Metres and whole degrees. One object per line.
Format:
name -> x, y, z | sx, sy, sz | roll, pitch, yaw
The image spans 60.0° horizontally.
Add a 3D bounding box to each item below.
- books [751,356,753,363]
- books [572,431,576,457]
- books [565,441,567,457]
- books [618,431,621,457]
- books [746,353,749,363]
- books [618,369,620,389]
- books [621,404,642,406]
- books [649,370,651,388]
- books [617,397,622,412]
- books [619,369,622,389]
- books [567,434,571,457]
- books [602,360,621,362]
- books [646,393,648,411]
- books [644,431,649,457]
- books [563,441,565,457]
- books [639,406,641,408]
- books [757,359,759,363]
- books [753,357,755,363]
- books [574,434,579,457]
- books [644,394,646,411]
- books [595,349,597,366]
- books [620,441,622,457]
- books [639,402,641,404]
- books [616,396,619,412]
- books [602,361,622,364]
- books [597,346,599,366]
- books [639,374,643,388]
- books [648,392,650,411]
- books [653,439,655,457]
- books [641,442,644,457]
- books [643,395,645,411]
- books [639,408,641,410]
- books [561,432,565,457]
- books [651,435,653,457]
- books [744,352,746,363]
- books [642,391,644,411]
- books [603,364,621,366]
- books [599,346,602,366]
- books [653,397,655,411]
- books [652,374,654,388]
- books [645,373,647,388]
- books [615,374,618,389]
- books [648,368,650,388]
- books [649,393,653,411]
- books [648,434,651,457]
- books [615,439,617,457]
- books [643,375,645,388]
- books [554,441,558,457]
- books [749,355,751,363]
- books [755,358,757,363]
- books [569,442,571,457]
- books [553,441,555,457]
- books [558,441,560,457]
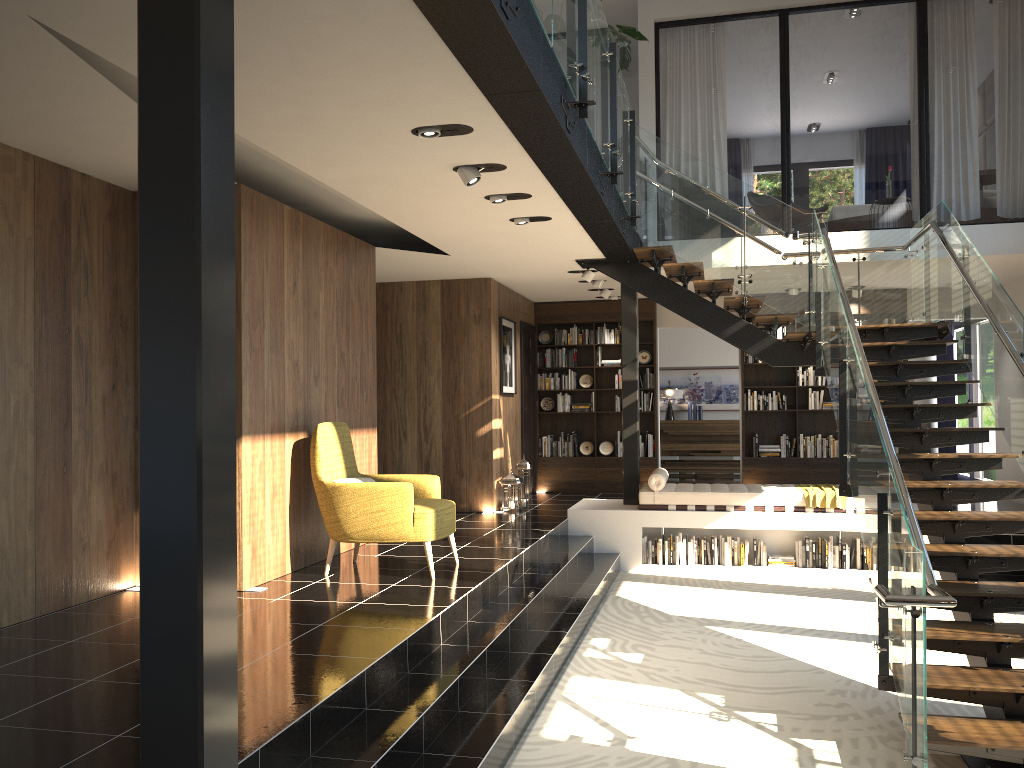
books -> 3.243, -0.378, 12.005 | 0.021, 0.207, 0.102 | -1, -1, 13
books -> 0.876, 0.847, 12.507 | 0.019, 0.356, 0.235 | -1, -1, 13
books -> 0.786, 0.917, 12.571 | 0.036, 0.222, 0.173 | -1, -1, 13
books -> 1.495, 0.835, 12.358 | 0.017, 0.359, 0.189 | -1, -1, 13
books -> 3.184, -0.362, 12.009 | 0.037, 0.177, 0.109 | -1, -1, 13
books -> 1.498, -0.072, 12.394 | 0.025, 0.280, 0.145 | -1, -1, 13
books -> 1.671, 0.295, 12.379 | 0.266, 0.019, 0.157 | -1, -2, 15
books -> 1.916, -0.062, 12.289 | 0.018, 0.246, 0.144 | -1, -1, 13
books -> 1.501, 0.282, 12.391 | 0.036, 0.206, 0.215 | -1, -1, 13
books -> 1.515, -0.068, 12.371 | 0.019, 0.272, 0.175 | -1, -1, 13
books -> 0.806, 0.866, 12.546 | 0.016, 0.322, 0.219 | -1, -1, 13
books -> 1.407, -0.321, 12.474 | 0.264, 0.021, 0.189 | -1, -2, 11
books -> 1.889, 0.252, 12.341 | 0.038, 0.257, 0.138 | -1, -1, 13
books -> 1.861, 0.832, 12.297 | 0.065, 0.354, 0.164 | -1, -1, 13
books -> 0.752, 0.917, 12.579 | 0.034, 0.223, 0.209 | -1, -1, 13
books -> 1.670, 0.319, 12.373 | 0.263, 0.030, 0.159 | -1, -2, 10
books -> 3.319, -0.373, 11.978 | 0.021, 0.196, 0.103 | -1, -1, 13
books -> 3.267, -0.402, 12.000 | 0.029, 0.254, 0.128 | -1, -1, 13
books -> 0.911, 0.867, 12.522 | 0.042, 0.315, 0.193 | -1, -1, 13
books -> 1.854, 0.256, 12.306 | 0.014, 0.246, 0.192 | -1, -1, 13
books -> 1.205, -0.365, 12.524 | 0.028, 0.242, 0.194 | -1, -1, 13
books -> 1.531, 0.908, 12.394 | 0.034, 0.215, 0.104 | -1, -1, 13
books -> 1.672, 0.270, 12.388 | 0.239, 0.031, 0.146 | -1, -2, 13
books -> 1.476, 0.275, 12.426 | 0.028, 0.224, 0.161 | -1, -1, 13
books -> 1.405, -0.296, 12.465 | 0.266, 0.030, 0.209 | -1, -2, 14
books -> 1.226, -0.384, 12.492 | 0.027, 0.279, 0.166 | -1, -1, 13
books -> 1.801, -0.035, 12.324 | 0.060, 0.196, 0.119 | -1, -1, 13
books -> 1.903, 0.245, 12.290 | 0.013, 0.267, 0.177 | -1, -1, 13
books -> 1.971, 0.884, 12.278 | 0.029, 0.247, 0.139 | -1, -1, 13
books -> 1.820, 0.913, 12.333 | 0.032, 0.195, 0.134 | -1, -1, 13
books -> 1.843, 0.268, 12.342 | 0.024, 0.226, 0.141 | -1, -1, 13
books -> 1.668, 0.348, 12.364 | 0.271, 0.028, 0.174 | -1, -2, 9
books -> 0.718, 0.858, 12.548 | 0.016, 0.341, 0.217 | -1, -1, 13
books -> 1.940, 0.855, 12.275 | 0.029, 0.306, 0.149 | -1, -1, 13
books -> 3.153, -0.379, 12.026 | 0.030, 0.212, 0.127 | -1, -1, 13
books -> 1.819, 0.241, 12.324 | 0.014, 0.279, 0.202 | -1, -1, 13
books -> 1.409, -0.264, 12.478 | 0.239, 0.033, 0.176 | -1, -2, 10
books -> 1.248, -0.384, 12.493 | 0.016, 0.278, 0.209 | -1, -1, 13
books -> 1.972, 0.276, 12.298 | 0.021, 0.204, 0.169 | -1, -1, 13
books -> 1.955, -0.038, 12.255 | 0.026, 0.196, 0.170 | -1, -1, 13
books -> 1.860, -0.043, 12.282 | 0.020, 0.209, 0.147 | -1, -1, 13
books -> 1.471, -0.036, 12.407 | 0.033, 0.211, 0.132 | -1, -1, 13
books -> 1.894, -0.078, 12.271 | 0.016, 0.278, 0.202 | -1, -1, 13
books -> 1.931, 0.251, 12.278 | 0.047, 0.253, 0.210 | -1, -1, 13
books -> 1.911, 0.851, 12.289 | 0.035, 0.314, 0.168 | -1, -1, 13
books -> 1.465, 0.894, 12.415 | 0.023, 0.244, 0.135 | -1, -1, 13
books -> 1.842, -0.032, 12.305 | 0.026, 0.190, 0.121 | -1, -1, 13
books -> 0.633, 0.921, 12.580 | 0.021, 0.217, 0.220 | -1, -1, 13
books -> 3.219, -0.388, 12.016 | 0.030, 0.230, 0.103 | -1, -1, 13
books -> 3.293, -0.359, 11.980 | 0.030, 0.168, 0.125 | -1, -1, 13
books -> 0.835, 0.923, 12.559 | 0.033, 0.208, 0.192 | -1, -1, 13
books -> 0.617, 0.926, 12.632 | 0.035, 0.212, 0.159 | -1, -1, 13
books -> 0.688, 0.918, 12.584 | 0.026, 0.222, 0.209 | -1, -1, 13
